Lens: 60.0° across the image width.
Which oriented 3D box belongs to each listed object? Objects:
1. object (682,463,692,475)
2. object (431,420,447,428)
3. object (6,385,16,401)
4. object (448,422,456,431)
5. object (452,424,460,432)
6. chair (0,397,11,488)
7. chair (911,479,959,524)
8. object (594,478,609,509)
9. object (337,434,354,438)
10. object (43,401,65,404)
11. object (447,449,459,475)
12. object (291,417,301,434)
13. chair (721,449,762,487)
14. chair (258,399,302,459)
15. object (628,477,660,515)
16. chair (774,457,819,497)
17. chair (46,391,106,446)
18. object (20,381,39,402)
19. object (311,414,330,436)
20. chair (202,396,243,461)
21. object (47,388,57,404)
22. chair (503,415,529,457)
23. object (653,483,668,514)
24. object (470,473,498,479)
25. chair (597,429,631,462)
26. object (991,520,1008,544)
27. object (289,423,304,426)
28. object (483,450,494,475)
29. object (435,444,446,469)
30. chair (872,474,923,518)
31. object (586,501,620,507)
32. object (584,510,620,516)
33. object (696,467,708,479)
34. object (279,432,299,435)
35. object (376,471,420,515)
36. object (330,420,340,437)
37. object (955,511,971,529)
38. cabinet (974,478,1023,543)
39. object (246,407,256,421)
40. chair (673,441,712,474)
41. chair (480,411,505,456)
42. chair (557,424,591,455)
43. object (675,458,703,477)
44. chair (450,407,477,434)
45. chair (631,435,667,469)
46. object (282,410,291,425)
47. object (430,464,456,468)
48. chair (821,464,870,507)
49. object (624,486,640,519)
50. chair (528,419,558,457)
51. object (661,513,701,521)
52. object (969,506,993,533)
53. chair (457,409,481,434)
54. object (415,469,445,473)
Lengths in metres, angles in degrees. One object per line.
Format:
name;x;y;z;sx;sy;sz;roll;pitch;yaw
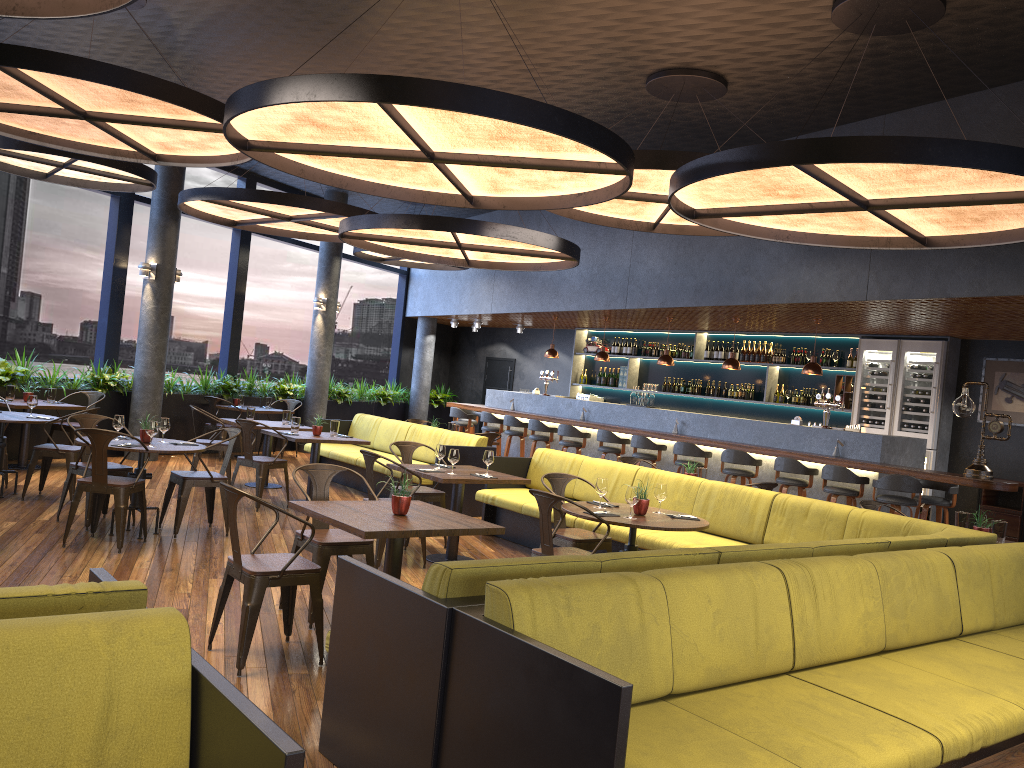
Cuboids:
object;1.733;0.880;8.809;0.102;0.178;0.102;6;0;-3
object;-1.008;0.545;11.543;0.238;0.271;0.260;6;0;-33
object;-5.785;0.107;10.230;0.102;0.178;0.102;6;0;34
object;-0.814;0.610;11.956;0.102;0.178;0.102;6;0;-3
object;-0.739;0.619;11.539;0.102;0.178;0.102;6;0;37
chair;-5.336;0.552;8.877;0.541;0.917;0.504;6;0;43
chair;4.423;1.483;9.402;0.483;1.048;0.438;6;0;23
object;0.623;0.763;6.196;0.097;0.206;0.097;6;0;-13
object;-1.891;0.586;10.003;0.157;0.019;0.255;6;0;-39
object;-5.482;0.217;10.637;0.255;0.019;0.157;6;0;28
object;-0.488;0.646;7.378;0.097;0.206;0.097;6;0;-38
object;-2.390;0.455;9.788;0.102;0.178;0.102;6;0;-33
chair;2.680;1.301;10.599;0.438;1.048;0.483;6;0;-24
chair;-3.700;0.703;14.254;0.504;0.917;0.541;6;0;17
object;0.890;0.756;6.057;0.238;0.271;0.260;6;0;-17
chair;3.162;1.352;9.992;0.483;1.048;0.438;6;0;23
chair;-5.365;0.543;10.935;0.504;0.917;0.541;6;0;15
object;-5.647;0.074;10.383;0.260;0.271;0.238;6;0;-22
object;-2.136;0.435;9.803;0.238;0.271;0.260;6;0;1
chair;-4.278;0.647;13.058;0.504;0.917;0.541;6;0;26
object;-5.434;0.142;10.467;0.102;0.178;0.102;6;0;44
chair;0.059;1.023;13.940;0.483;1.048;0.438;6;0;23
object;1.045;0.806;6.247;0.097;0.206;0.097;6;0;3
object;-0.247;0.765;7.422;0.157;0.019;0.255;6;0;-38
chair;1.368;1.162;12.265;0.483;1.048;0.438;6;0;23
object;3.459;1.064;6.305;0.102;0.178;0.102;6;0;37
object;-2.685;0.502;11.018;0.157;0.019;0.255;6;0;-39
object;-0.204;0.675;7.593;0.097;0.206;0.097;6;0;43
object;-0.625;0.631;7.691;0.097;0.206;0.097;6;0;43
chair;3.863;1.427;9.007;0.483;1.048;0.438;6;0;44
object;0.666;0.862;6.363;0.157;0.019;0.255;6;0;-32
object;0.612;0.858;5.891;0.255;0.019;0.157;6;0;-36
object;1.797;0.888;8.427;0.102;0.178;0.102;6;0;37
object;-2.430;0.532;9.617;0.157;0.019;0.255;6;0;-39
object;-0.632;0.603;5.033;0.260;0.271;0.238;6;0;-3
object;-1.975;0.498;9.864;0.102;0.178;0.102;6;0;17
object;3.385;1.056;6.674;0.102;0.178;0.102;6;0;37
cabinet;5.861;1.649;10.509;0.473;1.007;0.553;6;0;-38
object;-3.185;0.371;10.803;0.102;0.178;0.102;6;0;27
chair;2.229;1.253;11.141;0.483;1.048;0.438;6;0;12
chair;-0.318;0.983;14.401;0.483;1.048;0.438;6;0;23
chair;0.835;1.106;12.759;0.438;1.048;0.483;6;0;-19
object;1.734;0.834;8.584;0.238;0.271;0.260;6;0;-17
chair;-0.859;0.926;15.020;0.483;1.048;0.438;6;0;23
chair;1.745;1.202;11.694;0.438;1.048;0.483;6;0;-9
object;-2.770;0.413;10.879;0.102;0.178;0.102;6;0;27
object;-0.601;0.728;7.862;0.157;0.019;0.255;6;0;-38
chair;3.492;1.388;9.463;0.438;1.048;0.483;6;0;-9
object;0.790;0.782;5.850;0.097;0.206;0.097;6;0;0
chair;0.420;1.062;13.355;0.438;1.048;0.483;6;0;-9
object;1.162;0.913;6.128;0.255;0.019;0.157;6;0;-6
object;3.400;1.011;6.437;0.260;0.271;0.238;6;0;-37
chair;-0.824;0.926;16.007;0.483;1.048;0.438;6;0;-9
object;-0.668;0.722;7.412;0.255;0.019;0.157;6;0;-38
